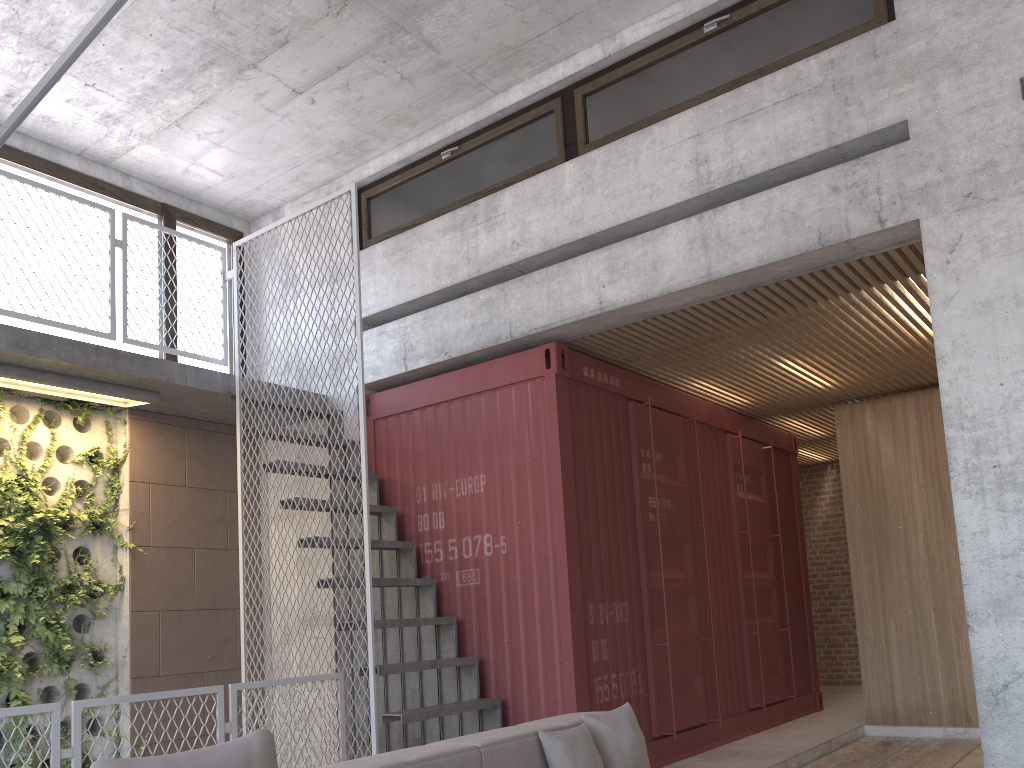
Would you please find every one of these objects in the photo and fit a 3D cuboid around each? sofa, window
[{"bbox_3d":[0.598,1.484,2.396,3.053,0.767,3.039,-14,-18,35],"label":"sofa"},{"bbox_3d":[-3.567,-0.866,6.661,0.111,1.705,3.616,-8,-14,36],"label":"window"},{"bbox_3d":[2.045,-2.231,4.926,8.554,0.595,0.114,-15,-12,36],"label":"window"}]

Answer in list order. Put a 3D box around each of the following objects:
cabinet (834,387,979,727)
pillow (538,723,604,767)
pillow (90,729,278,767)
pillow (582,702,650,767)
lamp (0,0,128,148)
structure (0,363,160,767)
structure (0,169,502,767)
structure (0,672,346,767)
[{"bbox_3d":[5.020,1.903,9.570,1.536,3.055,3.805,-10,-13,36],"label":"cabinet"},{"bbox_3d":[0.284,1.659,3.791,0.189,0.350,0.375,-10,-13,35],"label":"pillow"},{"bbox_3d":[-0.829,1.228,2.319,0.224,0.544,0.570,-10,-13,38],"label":"pillow"},{"bbox_3d":[0.503,1.699,4.120,0.190,0.358,0.366,-11,-13,41],"label":"pillow"},{"bbox_3d":[-1.081,0.279,2.454,2.648,3.349,0.765,-8,-9,24],"label":"lamp"},{"bbox_3d":[-3.537,1.502,5.752,1.017,3.734,2.657,-9,-11,36],"label":"structure"},{"bbox_3d":[-2.324,0.823,5.623,3.075,4.216,3.728,-11,-13,36],"label":"structure"},{"bbox_3d":[-3.153,2.099,4.366,1.952,0.911,4.490,-13,-18,35],"label":"structure"}]
